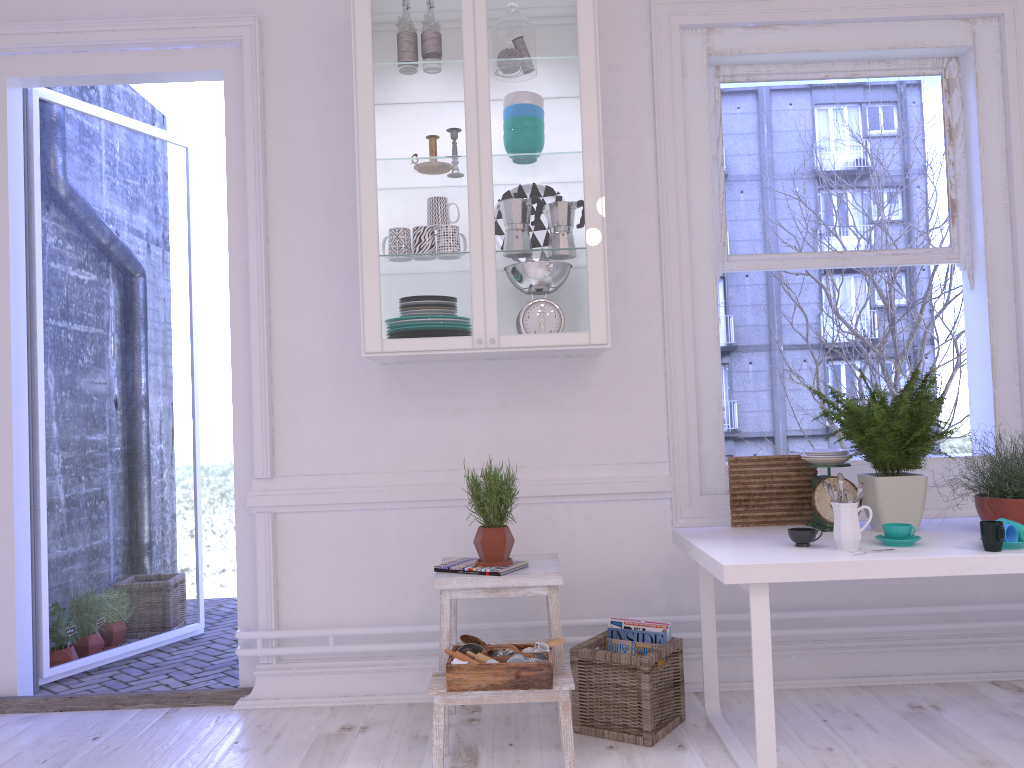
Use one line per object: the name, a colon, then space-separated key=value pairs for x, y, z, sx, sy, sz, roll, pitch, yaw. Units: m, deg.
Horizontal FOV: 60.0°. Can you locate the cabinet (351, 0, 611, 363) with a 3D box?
cabinet: x=-0.109 y=-0.754 z=3.125 sx=0.823 sy=1.311 sz=0.425 roll=-2 pitch=-2 yaw=0

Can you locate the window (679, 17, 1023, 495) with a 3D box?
window: x=1.283 y=-0.490 z=3.455 sx=1.234 sy=1.782 sz=0.181 roll=-2 pitch=-2 yaw=0

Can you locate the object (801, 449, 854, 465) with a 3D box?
object: x=1.032 y=0.239 z=2.904 sx=0.163 sy=0.047 sz=0.164 roll=0 pitch=-3 yaw=-41

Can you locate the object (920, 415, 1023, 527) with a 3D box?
object: x=1.540 y=0.276 z=2.680 sx=0.668 sy=0.367 sz=0.531 roll=-3 pitch=-2 yaw=24

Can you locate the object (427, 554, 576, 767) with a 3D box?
object: x=-0.032 y=0.857 z=2.798 sx=0.418 sy=0.534 sz=0.599 roll=-2 pitch=-2 yaw=0

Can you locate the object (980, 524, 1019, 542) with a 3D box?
object: x=1.316 y=0.404 z=2.392 sx=0.069 sy=0.058 sz=0.080 roll=-1 pitch=-2 yaw=-27

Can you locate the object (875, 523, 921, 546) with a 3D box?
object: x=1.089 y=0.425 z=2.504 sx=0.121 sy=0.055 sz=0.121 roll=-4 pitch=-3 yaw=40

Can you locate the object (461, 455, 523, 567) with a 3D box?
object: x=-0.052 y=0.389 z=2.837 sx=0.196 sy=0.367 sz=0.186 roll=-4 pitch=-3 yaw=45

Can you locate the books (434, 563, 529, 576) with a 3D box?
books: x=-0.097 y=0.588 z=2.840 sx=0.246 sy=0.011 sz=0.180 roll=-3 pitch=-2 yaw=30

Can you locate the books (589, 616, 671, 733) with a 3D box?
books: x=0.385 y=0.944 z=2.896 sx=0.221 sy=0.306 sz=0.205 roll=-3 pitch=-2 yaw=33

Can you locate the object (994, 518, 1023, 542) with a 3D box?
object: x=1.352 y=0.396 z=2.405 sx=0.069 sy=0.059 sz=0.082 roll=-1 pitch=-2 yaw=-22

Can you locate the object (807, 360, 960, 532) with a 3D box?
object: x=1.179 y=0.195 z=2.780 sx=0.438 sy=0.527 sz=0.368 roll=-2 pitch=-2 yaw=0

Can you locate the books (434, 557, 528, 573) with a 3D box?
books: x=-0.097 y=0.579 z=2.840 sx=0.246 sy=0.007 sz=0.180 roll=-3 pitch=-2 yaw=30

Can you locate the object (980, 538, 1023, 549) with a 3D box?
object: x=1.332 y=0.429 z=2.395 sx=0.121 sy=0.021 sz=0.121 roll=-4 pitch=-3 yaw=40

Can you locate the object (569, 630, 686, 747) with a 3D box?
object: x=0.379 y=0.978 z=2.884 sx=0.276 sy=0.270 sz=0.276 roll=-3 pitch=-2 yaw=33

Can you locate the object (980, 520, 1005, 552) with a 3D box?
object: x=1.264 y=0.401 z=2.333 sx=0.055 sy=0.077 sz=0.070 roll=-3 pitch=-2 yaw=25

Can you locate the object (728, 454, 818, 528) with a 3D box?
object: x=0.885 y=0.360 z=2.996 sx=0.294 sy=0.237 sz=0.028 roll=-2 pitch=-2 yaw=0

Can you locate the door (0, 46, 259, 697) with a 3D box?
door: x=-1.480 y=-0.026 z=3.870 sx=1.009 sy=2.474 sz=1.021 roll=-2 pitch=-2 yaw=0

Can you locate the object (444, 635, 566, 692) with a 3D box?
object: x=-0.018 y=0.808 z=2.593 sx=0.358 sy=0.110 sz=0.211 roll=-2 pitch=-2 yaw=2

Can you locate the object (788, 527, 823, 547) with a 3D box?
object: x=0.832 y=0.439 z=2.535 sx=0.079 sy=0.048 sz=0.082 roll=0 pitch=-3 yaw=-40

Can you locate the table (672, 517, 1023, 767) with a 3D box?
table: x=1.311 y=0.759 z=2.637 sx=1.514 sy=0.619 sz=0.736 roll=-2 pitch=-2 yaw=0

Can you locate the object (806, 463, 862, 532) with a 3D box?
object: x=1.041 y=0.365 z=2.889 sx=0.159 sy=0.208 sz=0.185 roll=-2 pitch=-2 yaw=0
